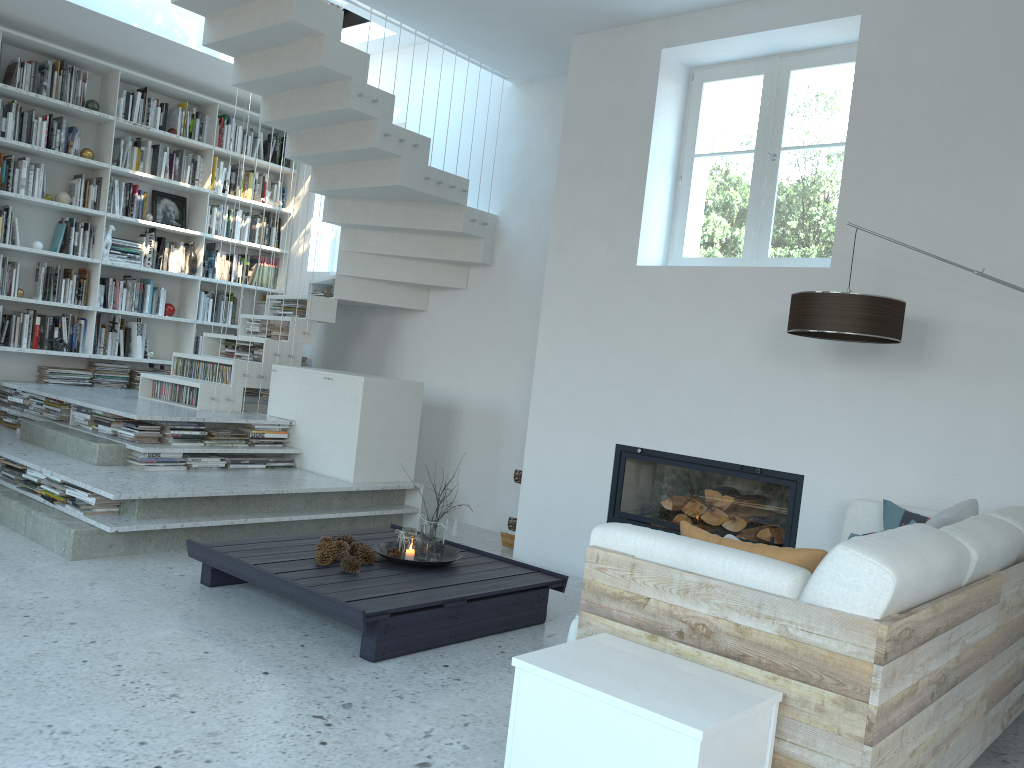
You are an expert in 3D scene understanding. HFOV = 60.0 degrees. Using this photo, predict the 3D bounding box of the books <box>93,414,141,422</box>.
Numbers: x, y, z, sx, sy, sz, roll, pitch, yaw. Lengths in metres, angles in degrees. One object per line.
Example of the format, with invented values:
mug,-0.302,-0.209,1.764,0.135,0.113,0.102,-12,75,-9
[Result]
books,-2.482,0.214,5.562,0.281,0.013,0.168,7,1,38

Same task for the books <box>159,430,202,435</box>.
books,-2.053,0.300,5.497,0.153,0.009,0.260,7,1,44

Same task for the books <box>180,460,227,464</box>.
books,-1.930,0.475,5.484,0.158,0.012,0.273,7,1,39

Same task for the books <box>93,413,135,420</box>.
books,-2.480,0.204,5.563,0.260,0.007,0.171,7,1,39

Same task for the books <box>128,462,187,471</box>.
books,-2.101,0.487,5.255,0.200,0.023,0.262,7,1,39

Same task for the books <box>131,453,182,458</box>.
books,-2.117,0.425,5.273,0.132,0.010,0.257,7,1,45

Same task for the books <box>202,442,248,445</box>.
books,-1.870,0.377,5.703,0.287,0.005,0.165,6,1,-44

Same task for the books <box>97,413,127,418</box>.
books,-2.480,0.197,5.562,0.208,0.008,0.170,7,1,44

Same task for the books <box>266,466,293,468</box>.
books,-1.580,0.538,5.905,0.160,0.010,0.179,7,1,41

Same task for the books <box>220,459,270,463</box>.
books,-1.734,0.484,5.691,0.190,0.018,0.287,7,1,40

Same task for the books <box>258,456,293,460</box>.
books,-1.583,0.491,5.911,0.130,0.007,0.215,7,1,43

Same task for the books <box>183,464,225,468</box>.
books,-1.923,0.492,5.477,0.169,0.019,0.232,7,1,36

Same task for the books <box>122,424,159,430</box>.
books,-2.263,0.258,5.398,0.269,0.009,0.132,7,1,45

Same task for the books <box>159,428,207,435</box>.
books,-2.036,0.290,5.482,0.230,0.015,0.190,6,1,-44

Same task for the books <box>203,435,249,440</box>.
books,-1.858,0.339,5.696,0.187,0.014,0.273,7,1,36

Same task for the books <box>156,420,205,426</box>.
books,-2.060,0.244,5.506,0.128,0.016,0.261,7,1,40

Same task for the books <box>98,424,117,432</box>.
books,-2.481,0.276,5.573,0.189,0.028,0.155,7,1,42

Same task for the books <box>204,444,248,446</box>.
books,-1.871,0.383,5.704,0.174,0.007,0.291,7,1,44

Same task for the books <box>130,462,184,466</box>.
books,-2.115,0.470,5.268,0.164,0.006,0.264,7,1,42

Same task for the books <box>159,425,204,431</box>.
books,-2.053,0.271,5.498,0.154,0.018,0.221,7,1,42

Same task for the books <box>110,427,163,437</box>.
books,-2.279,0.291,5.383,0.297,0.014,0.185,7,1,40

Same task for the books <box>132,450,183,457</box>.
books,-2.104,0.409,5.263,0.157,0.025,0.234,7,1,36

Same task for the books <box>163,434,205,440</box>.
books,-2.046,0.324,5.489,0.189,0.013,0.215,7,1,40

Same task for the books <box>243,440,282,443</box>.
books,-1.688,0.375,5.941,0.131,0.016,0.262,7,1,36

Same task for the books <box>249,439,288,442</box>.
books,-1.668,0.366,5.925,0.281,0.008,0.181,6,1,-44

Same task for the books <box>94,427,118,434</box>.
books,-2.487,0.293,5.569,0.292,0.007,0.154,7,1,44

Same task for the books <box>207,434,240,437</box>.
books,-1.873,0.325,5.710,0.160,0.010,0.179,7,1,43

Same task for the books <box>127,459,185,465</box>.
books,-2.114,0.463,5.267,0.159,0.008,0.285,7,1,39

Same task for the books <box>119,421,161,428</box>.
books,-2.264,0.247,5.395,0.228,0.014,0.149,7,1,39

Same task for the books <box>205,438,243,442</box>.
books,-1.871,0.352,5.706,0.177,0.015,0.215,7,1,42

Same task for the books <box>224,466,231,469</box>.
books,-1.757,0.527,5.707,0.144,0.009,0.250,7,1,40

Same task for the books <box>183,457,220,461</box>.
books,-1.936,0.459,5.491,0.134,0.018,0.211,7,1,44

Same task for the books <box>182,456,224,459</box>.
books,-1.931,0.448,5.486,0.152,0.005,0.242,7,1,42

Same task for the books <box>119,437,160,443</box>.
books,-2.270,0.338,5.402,0.249,0.009,0.144,7,1,41

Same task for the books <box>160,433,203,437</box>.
books,-2.053,0.310,5.495,0.168,0.012,0.210,7,1,42

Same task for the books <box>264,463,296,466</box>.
books,-1.580,0.525,5.907,0.151,0.017,0.234,7,1,42

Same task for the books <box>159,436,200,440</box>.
books,-2.065,0.334,5.504,0.131,0.012,0.207,7,1,37

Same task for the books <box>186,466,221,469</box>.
books,-1.936,0.507,5.487,0.152,0.015,0.208,7,1,39

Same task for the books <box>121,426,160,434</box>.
books,-2.262,0.280,5.402,0.242,0.012,0.137,7,1,42

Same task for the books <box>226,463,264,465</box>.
books,-1.743,0.503,5.697,0.160,0.005,0.254,7,1,37

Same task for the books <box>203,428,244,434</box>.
books,-1.861,0.303,5.701,0.173,0.011,0.203,7,1,36

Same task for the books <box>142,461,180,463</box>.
books,-2.107,0.450,5.263,0.168,0.012,0.210,7,1,45

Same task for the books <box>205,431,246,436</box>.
books,-1.868,0.314,5.706,0.172,0.013,0.246,7,1,40

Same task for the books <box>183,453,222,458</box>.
books,-1.931,0.439,5.488,0.148,0.013,0.220,7,1,40

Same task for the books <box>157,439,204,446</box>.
books,-2.053,0.361,5.492,0.177,0.015,0.216,7,1,39

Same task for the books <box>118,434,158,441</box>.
books,-2.279,0.325,5.390,0.212,0.014,0.161,7,1,45

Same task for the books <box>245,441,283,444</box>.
books,-1.685,0.388,5.938,0.152,0.009,0.259,7,1,38

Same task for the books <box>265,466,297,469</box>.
books,-1.577,0.547,5.903,0.151,0.006,0.261,7,1,37

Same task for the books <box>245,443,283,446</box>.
books,-1.679,0.399,5.932,0.177,0.011,0.220,7,1,39

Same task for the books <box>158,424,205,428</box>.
books,-2.046,0.258,5.493,0.159,0.009,0.228,7,1,37

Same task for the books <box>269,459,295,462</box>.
books,-1.584,0.501,5.912,0.133,0.014,0.229,7,1,40

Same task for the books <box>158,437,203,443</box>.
books,-2.063,0.346,5.501,0.148,0.013,0.227,7,1,39

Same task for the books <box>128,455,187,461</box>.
books,-2.109,0.437,5.265,0.159,0.012,0.292,7,1,44

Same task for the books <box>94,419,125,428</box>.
books,-2.484,0.248,5.565,0.230,0.026,0.177,7,1,41

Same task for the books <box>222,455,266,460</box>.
books,-1.744,0.470,5.691,0.176,0.009,0.275,7,1,41

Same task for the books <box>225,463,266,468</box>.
books,-1.740,0.516,5.693,0.177,0.018,0.250,7,1,44

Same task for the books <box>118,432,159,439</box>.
books,-2.273,0.311,5.394,0.207,0.015,0.152,7,1,38

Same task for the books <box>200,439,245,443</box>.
books,-1.884,0.365,5.716,0.133,0.014,0.294,7,1,38

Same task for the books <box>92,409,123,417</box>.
books,-2.487,0.181,5.551,0.189,0.022,0.237,6,1,-44

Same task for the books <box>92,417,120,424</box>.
books,-2.486,0.230,5.561,0.250,0.009,0.187,7,1,41
